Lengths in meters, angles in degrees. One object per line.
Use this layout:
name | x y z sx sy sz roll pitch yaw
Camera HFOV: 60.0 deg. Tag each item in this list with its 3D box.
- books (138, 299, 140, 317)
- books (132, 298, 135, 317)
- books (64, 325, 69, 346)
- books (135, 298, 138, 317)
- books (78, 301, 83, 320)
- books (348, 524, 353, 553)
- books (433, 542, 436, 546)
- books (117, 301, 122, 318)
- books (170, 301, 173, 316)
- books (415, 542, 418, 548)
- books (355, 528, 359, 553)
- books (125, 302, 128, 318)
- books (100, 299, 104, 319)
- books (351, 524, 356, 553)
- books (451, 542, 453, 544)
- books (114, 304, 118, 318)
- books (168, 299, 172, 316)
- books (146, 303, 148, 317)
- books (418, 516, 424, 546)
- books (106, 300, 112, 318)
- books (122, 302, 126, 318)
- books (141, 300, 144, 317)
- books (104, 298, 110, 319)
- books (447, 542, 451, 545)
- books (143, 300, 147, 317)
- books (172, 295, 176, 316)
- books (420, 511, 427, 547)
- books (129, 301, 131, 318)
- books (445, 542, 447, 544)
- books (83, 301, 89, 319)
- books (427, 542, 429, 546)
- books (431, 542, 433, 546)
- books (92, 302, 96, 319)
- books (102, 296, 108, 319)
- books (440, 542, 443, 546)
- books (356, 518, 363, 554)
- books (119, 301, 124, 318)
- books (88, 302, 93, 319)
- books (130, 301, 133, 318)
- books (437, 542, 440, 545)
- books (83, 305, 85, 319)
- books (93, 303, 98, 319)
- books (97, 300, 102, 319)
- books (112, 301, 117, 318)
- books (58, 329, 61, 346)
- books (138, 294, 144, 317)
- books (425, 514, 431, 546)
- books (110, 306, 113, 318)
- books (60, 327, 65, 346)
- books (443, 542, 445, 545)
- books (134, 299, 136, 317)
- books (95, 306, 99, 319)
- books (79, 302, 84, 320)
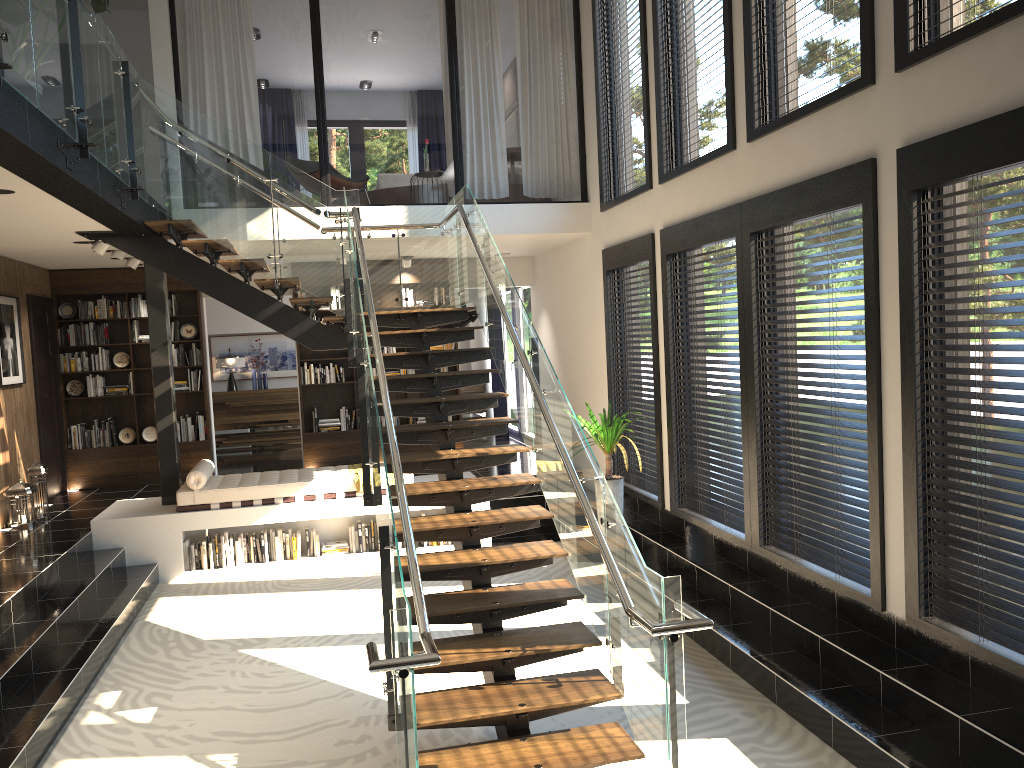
books | -4.619 -0.948 11.027 0.035 0.241 0.208 -4 4 -12
books | -4.679 -0.942 11.019 0.033 0.237 0.231 -4 4 -12
books | -5.454 -0.591 10.872 0.066 0.255 0.127 -4 4 -12
books | -4.638 -0.944 11.002 0.013 0.239 0.255 -4 3 -12
books | -5.283 -0.904 10.892 0.017 0.234 0.199 -4 4 -12
books | -1.635 1.566 8.990 0.026 0.263 0.156 -4 4 -12
books | -0.811 1.525 9.117 0.025 0.249 0.208 -4 4 -12
books | -4.851 -0.919 10.979 0.027 0.212 0.180 -4 4 -12
books | -4.249 -0.943 11.125 0.027 0.186 0.220 -4 3 -12
books | -0.995 1.546 9.089 0.032 0.229 0.228 -4 3 -12
books | -1.577 1.581 8.992 0.027 0.226 0.165 -4 4 -12
books | -4.767 -0.916 11.010 0.024 0.194 0.182 -4 4 -12
books | -5.018 -0.921 10.909 0.025 0.240 0.220 -4 4 -12
books | -1.603 1.560 8.969 0.030 0.274 0.168 -4 4 -12
books | -0.632 1.473 9.183 0.042 0.329 0.205 -4 4 -12
books | -4.873 -0.897 10.956 0.029 0.172 0.187 -4 3 -12
books | -4.287 -0.958 11.142 0.037 0.218 0.144 -4 4 -12
books | -4.532 -0.919 11.068 0.034 0.171 0.158 -4 4 -12
books | -0.941 1.513 9.135 0.026 0.284 0.176 -4 4 -12
books | -4.972 -0.923 10.955 0.020 0.235 0.206 -4 4 -12
books | -4.783 -0.917 10.972 0.023 0.203 0.201 -4 3 -12
books | -4.582 -0.937 11.042 0.019 0.216 0.214 -4 3 -12
books | -4.989 -0.927 10.940 0.020 0.245 0.228 -4 4 -12
books | -0.662 1.497 9.163 0.028 0.285 0.210 -4 4 -12
books | -4.563 -0.935 11.064 0.027 0.208 0.202 -4 4 -12
books | -4.227 -0.981 11.105 0.013 0.262 0.217 -4 4 -12
books | -0.909 1.488 9.107 0.028 0.335 0.205 -4 4 -12
books | -4.733 -0.929 11.042 0.023 0.213 0.194 -4 4 -12
books | -0.699 1.499 9.174 0.039 0.284 0.199 -4 4 -12
books | -5.217 -0.902 10.895 0.026 0.222 0.202 -4 4 -12
books | -0.884 1.511 9.123 0.023 0.283 0.175 -4 4 -12
books | -0.841 1.508 9.133 0.025 0.285 0.164 -4 4 -12
books | -5.143 -0.902 10.925 0.014 0.212 0.184 -4 4 -12
books | -5.001 -0.942 10.911 0.012 0.278 0.227 -4 4 -12
books | -0.742 1.522 9.133 0.024 0.246 0.211 -4 4 -12
books | -1.540 1.535 8.969 0.043 0.317 0.209 -4 4 -12
books | -4.817 -0.921 10.979 0.039 0.212 0.171 -4 4 -12
books | -5.177 -0.902 10.911 0.059 0.216 0.159 -4 4 -12
books | -4.702 -0.924 11.002 0.021 0.204 0.224 -4 3 -12
books | -0.771 1.537 9.161 0.022 0.216 0.137 -4 4 -12
books | -5.243 -0.881 10.911 0.020 0.181 0.153 -4 4 -12
books | -5.127 -0.899 10.946 0.025 0.203 0.156 -4 4 -12
books | -5.052 -0.915 10.915 0.039 0.230 0.205 -4 4 -12
books | -4.911 -0.919 10.981 0.030 0.218 0.165 -4 4 -12
books | -5.518 -0.567 10.858 0.023 0.215 0.148 -4 4 -12
books | -4.587 -0.965 10.987 0.011 0.276 0.287 -4 3 -12
books | -0.864 1.500 9.130 0.021 0.302 0.167 -4 4 -12
books | -4.945 -0.883 10.985 0.040 0.149 0.125 -4 4 -12
books | -5.492 -0.575 10.844 0.023 0.231 0.143 -4 4 -12
books | -0.722 1.520 9.143 0.021 0.248 0.197 -4 4 -12
books | -4.652 -0.940 11.004 0.014 0.231 0.280 -4 3 -12
books | -5.090 -0.877 10.927 0.035 0.156 0.186 -4 3 -12
books | -5.255 -0.895 10.860 0.024 0.216 0.210 -4 4 -12
